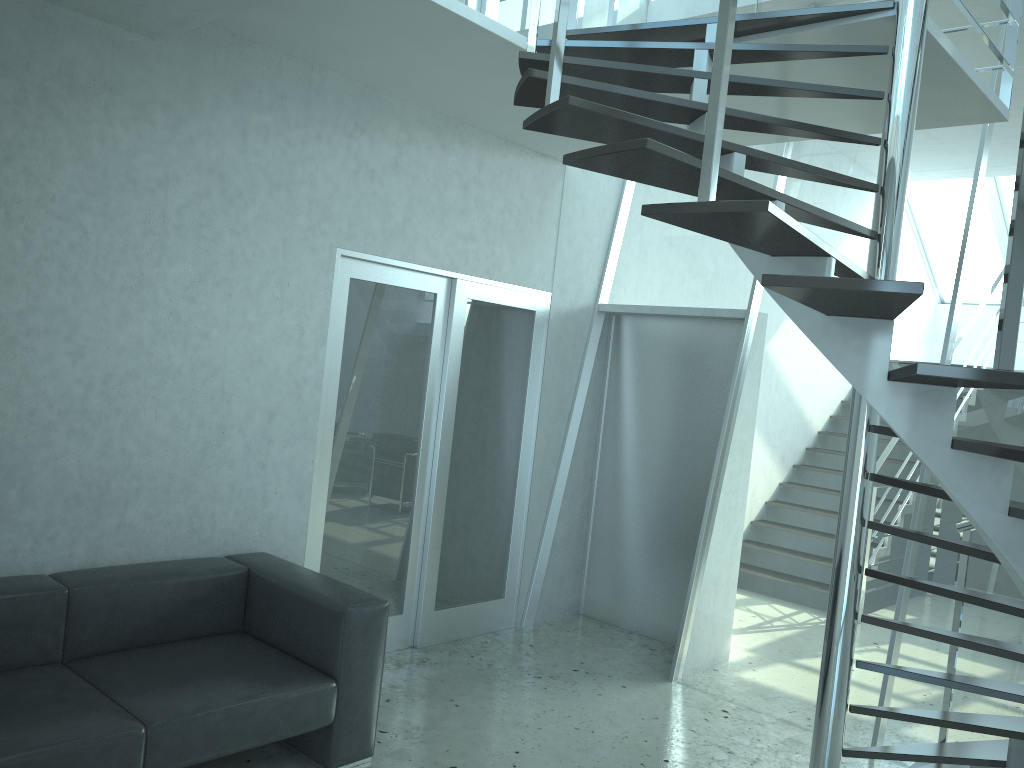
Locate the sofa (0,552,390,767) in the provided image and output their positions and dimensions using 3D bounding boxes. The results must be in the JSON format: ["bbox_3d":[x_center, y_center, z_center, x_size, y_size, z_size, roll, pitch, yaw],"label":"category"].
[{"bbox_3d":[-1.504,1.081,3.141,0.943,0.652,2.025,7,2,42],"label":"sofa"}]

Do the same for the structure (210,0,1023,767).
[{"bbox_3d":[0.762,-0.419,3.340,3.780,4.156,2.655,7,2,42],"label":"structure"}]

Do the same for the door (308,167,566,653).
[{"bbox_3d":[-0.403,0.088,5.700,1.162,3.200,2.576,6,1,0],"label":"door"}]
